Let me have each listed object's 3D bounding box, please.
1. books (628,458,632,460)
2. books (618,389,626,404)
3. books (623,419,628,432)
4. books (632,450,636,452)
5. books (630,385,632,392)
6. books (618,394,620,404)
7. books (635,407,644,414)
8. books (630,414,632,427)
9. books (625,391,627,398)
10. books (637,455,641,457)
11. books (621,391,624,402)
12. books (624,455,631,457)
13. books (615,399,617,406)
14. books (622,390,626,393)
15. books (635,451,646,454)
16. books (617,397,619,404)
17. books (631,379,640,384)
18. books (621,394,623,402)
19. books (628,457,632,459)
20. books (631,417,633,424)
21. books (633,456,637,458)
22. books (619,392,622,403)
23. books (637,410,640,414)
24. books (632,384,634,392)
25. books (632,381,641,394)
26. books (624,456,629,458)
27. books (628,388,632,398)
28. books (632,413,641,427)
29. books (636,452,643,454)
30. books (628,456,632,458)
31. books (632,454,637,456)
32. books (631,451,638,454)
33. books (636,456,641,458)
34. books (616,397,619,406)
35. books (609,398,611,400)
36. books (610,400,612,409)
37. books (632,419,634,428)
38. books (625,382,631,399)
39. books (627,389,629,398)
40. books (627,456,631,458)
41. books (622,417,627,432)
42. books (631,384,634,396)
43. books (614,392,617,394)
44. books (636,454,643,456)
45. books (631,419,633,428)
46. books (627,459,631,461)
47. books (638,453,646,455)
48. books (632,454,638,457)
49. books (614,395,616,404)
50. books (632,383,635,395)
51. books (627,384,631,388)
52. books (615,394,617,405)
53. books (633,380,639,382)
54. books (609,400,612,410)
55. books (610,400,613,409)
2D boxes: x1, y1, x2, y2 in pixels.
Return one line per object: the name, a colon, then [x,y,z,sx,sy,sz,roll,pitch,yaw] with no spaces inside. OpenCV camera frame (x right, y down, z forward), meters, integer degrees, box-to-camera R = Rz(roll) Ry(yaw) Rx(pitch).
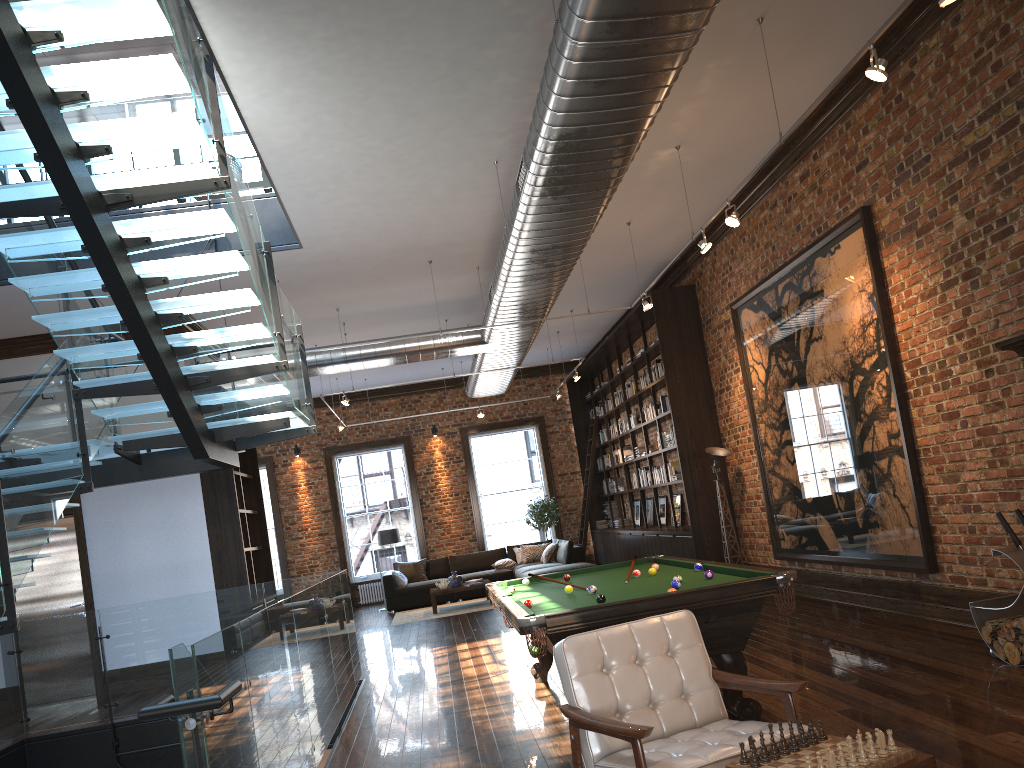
books: [2.216,1.327,15.874,0.201,0.009,0.363,-8,-8,-5]
books: [2.030,0.247,16.046,0.175,0.287,0.030,-9,-4,-6]
books: [2.113,0.750,15.927,0.191,0.248,0.024,-9,-4,-6]
books: [2.210,1.161,15.478,0.207,0.008,0.330,-9,-8,3]
books: [2.123,0.122,15.146,0.161,0.242,0.032,-9,-4,-6]
books: [2.028,0.286,16.089,0.172,0.224,0.030,-9,-4,-6]
books: [2.198,0.572,15.108,0.155,0.332,0.014,-9,-4,-6]
books: [2.148,0.662,15.493,0.190,0.282,0.013,-9,-4,-6]
books: [2.083,0.234,15.808,0.137,0.227,0.066,-9,-4,-6]
books: [2.267,1.211,15.111,0.243,0.025,0.162,-8,-8,-7]
books: [2.055,0.236,15.852,0.168,0.247,0.072,-9,-4,-6]
books: [2.153,1.313,16.246,0.198,0.017,0.357,-8,-8,-6]
books: [2.010,0.354,16.409,0.181,0.189,0.036,-8,-4,-6]
books: [2.061,0.229,15.818,0.143,0.249,0.078,-9,-4,-6]
books: [2.257,1.157,15.118,0.292,0.008,0.160,-9,-8,-3]
books: [2.025,0.321,16.183,0.176,0.184,0.035,-8,-4,-6]
books: [2.126,0.075,15.020,0.180,0.296,0.009,-9,-4,-6]
books: [2.052,0.275,15.934,0.166,0.193,0.030,-8,-4,-6]
books: [2.213,1.310,15.875,0.202,0.009,0.323,-8,-8,-7]
books: [2.179,0.675,15.389,0.183,0.218,0.033,-8,-4,-6]
books: [2.229,1.265,15.472,0.207,0.008,0.331,-8,-8,-6]
books: [2.036,0.256,15.991,0.185,0.252,0.030,-9,-4,-6]
books: [2.219,0.585,15.096,0.133,0.298,0.012,-9,-4,-6]
books: [2.129,0.089,14.985,0.165,0.258,0.007,-9,-4,-6]
books: [2.135,0.074,14.870,0.190,0.253,0.062,-9,-4,-6]
books: [2.149,1.330,16.244,0.198,0.017,0.357,-8,-8,-4]
books: [2.095,0.160,15.231,0.193,0.201,0.027,-8,-4,-6]
books: [2.187,0.615,15.042,0.272,0.239,0.084,-8,-4,-6]
books: [2.260,1.162,15.105,0.293,0.007,0.133,-9,-8,-3]
books: [2.211,1.292,15.876,0.201,0.009,0.363,-8,-8,-7]
books: [2.212,1.229,15.474,0.207,0.008,0.330,-9,-8,-2]
books: [2.202,1.185,15.477,0.207,0.008,0.330,-9,-8,-1]
books: [2.270,1.227,15.103,0.291,0.008,0.133,-8,-8,-10]
books: [2.007,0.324,16.241,0.187,0.199,0.030,-8,-4,-6]
books: [1.966,0.396,16.972,0.159,0.283,0.014,-9,-4,-6]
books: [1.969,0.407,16.828,0.181,0.219,0.027,-8,-4,-6]
books: [2.177,0.660,15.299,0.190,0.221,0.027,-8,-4,-6]
books: [2.082,0.126,15.413,0.186,0.327,0.069,-9,-4,-6]
books: [2.097,0.180,15.396,0.172,0.210,0.057,-8,-4,-6]
books: [2.204,1.284,15.875,0.197,0.008,0.357,-8,-8,-9]
books: [2.105,0.749,16.099,0.174,0.301,0.068,-9,-4,-6]
books: [2.115,0.103,14.991,0.191,0.238,0.008,-8,-4,-6]
books: [2.005,0.295,16.440,0.166,0.314,0.016,-9,-4,-6]
books: [2.263,1.197,15.123,0.281,0.008,0.169,-8,-8,-10]
books: [2.172,0.684,15.434,0.190,0.215,0.031,-8,-4,-6]
books: [2.206,1.338,15.872,0.200,0.009,0.363,-7,-8,-11]
books: [2.261,1.187,15.123,0.205,0.012,0.185,-8,-8,-7]
books: [2.219,1.236,15.474,0.205,0.007,0.371,-8,-8,-4]
books: [1.992,0.324,16.475,0.172,0.271,0.060,-9,-4,-6]
books: [2.129,0.092,14.916,0.170,0.232,0.017,-9,-4,-6]
books: [2.093,0.131,15.267,0.179,0.269,0.012,-9,-4,-6]
books: [2.004,0.301,16.306,0.191,0.265,0.017,-9,-4,-6]
books: [2.139,0.077,14.980,0.150,0.278,0.008,-9,-4,-6]
books: [1.956,0.417,16.946,0.156,0.236,0.034,-9,-4,-6]
books: [1.963,0.403,16.756,0.178,0.207,0.034,-8,-4,-6]
